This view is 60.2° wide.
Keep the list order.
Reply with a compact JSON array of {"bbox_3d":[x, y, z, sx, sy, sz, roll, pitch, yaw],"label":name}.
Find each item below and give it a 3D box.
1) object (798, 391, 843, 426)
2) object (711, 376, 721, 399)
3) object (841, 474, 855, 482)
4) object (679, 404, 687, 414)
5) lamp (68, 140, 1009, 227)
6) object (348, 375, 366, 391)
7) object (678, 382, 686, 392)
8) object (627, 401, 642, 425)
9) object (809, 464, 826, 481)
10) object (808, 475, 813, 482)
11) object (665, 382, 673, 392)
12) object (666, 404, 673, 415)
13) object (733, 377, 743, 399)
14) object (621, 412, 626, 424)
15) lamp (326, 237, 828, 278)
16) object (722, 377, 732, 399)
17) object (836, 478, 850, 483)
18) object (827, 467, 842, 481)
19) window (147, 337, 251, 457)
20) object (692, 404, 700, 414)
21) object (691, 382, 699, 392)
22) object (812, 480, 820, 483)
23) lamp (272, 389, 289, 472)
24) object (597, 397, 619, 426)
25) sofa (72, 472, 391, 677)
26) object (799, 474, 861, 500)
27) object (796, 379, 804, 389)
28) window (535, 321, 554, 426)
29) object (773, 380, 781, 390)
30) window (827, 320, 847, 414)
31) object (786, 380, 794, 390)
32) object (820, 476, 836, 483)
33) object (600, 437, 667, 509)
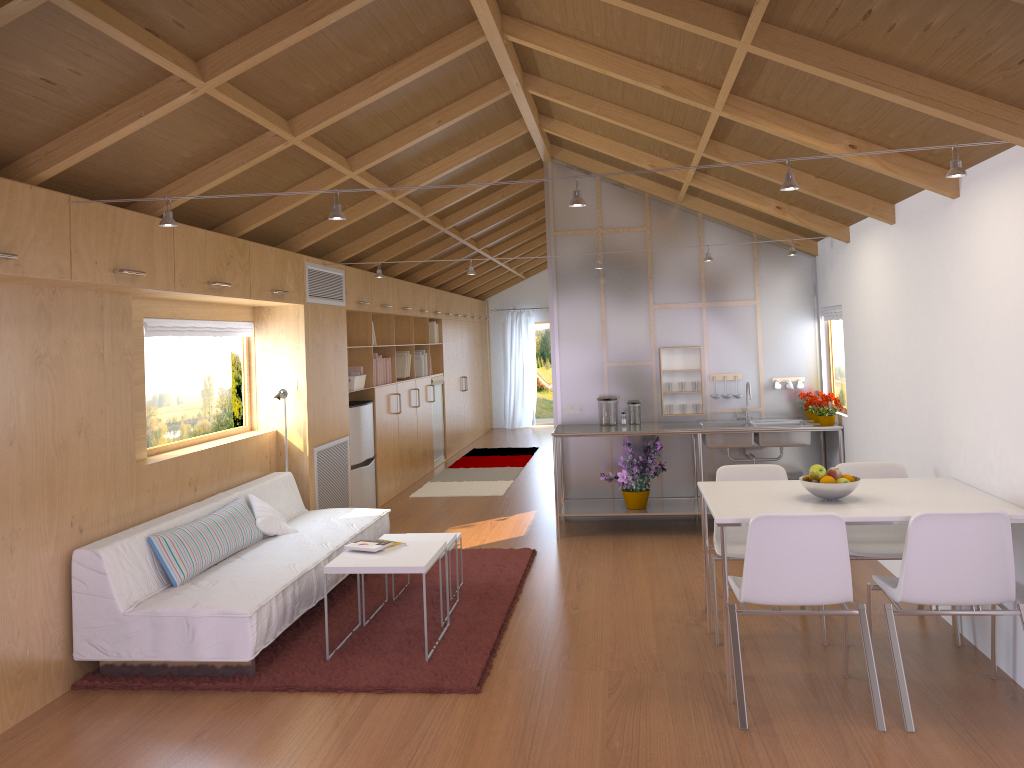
[{"bbox_3d":[2.317,0.178,6.664,0.233,0.235,0.688,-2,2,8],"label":"object"},{"bbox_3d":[1.623,0.032,7.045,0.074,0.183,0.074,-3,-1,39],"label":"object"},{"bbox_3d":[1.457,0.426,3.846,0.068,0.066,0.067,-3,1,-39],"label":"object"},{"bbox_3d":[1.369,0.202,7.074,0.061,0.077,0.061,-2,0,-19],"label":"object"},{"bbox_3d":[0.049,-0.764,3.469,3.826,0.153,0.072,-2,-1,7],"label":"lamp"},{"bbox_3d":[-1.419,-0.010,7.746,0.203,0.123,0.350,-2,2,7],"label":"object"},{"bbox_3d":[1.362,0.024,7.079,0.061,0.077,0.061,-2,0,-19],"label":"object"},{"bbox_3d":[0.980,0.232,7.069,0.113,0.177,0.113,-2,0,28],"label":"object"},{"bbox_3d":[1.323,0.383,3.825,0.070,0.069,0.077,-2,1,8],"label":"object"},{"bbox_3d":[1.349,0.413,3.918,0.068,0.068,0.067,-2,1,-17],"label":"object"},{"bbox_3d":[1.259,0.027,7.092,0.061,0.077,0.061,-2,0,19],"label":"object"},{"bbox_3d":[1.266,0.205,7.087,0.061,0.077,0.061,-2,0,19],"label":"object"},{"bbox_3d":[1.793,0.026,7.024,0.074,0.183,0.074,-3,-1,39],"label":"object"},{"bbox_3d":[0.882,0.269,6.984,0.037,0.093,0.037,-3,-1,22],"label":"object"},{"bbox_3d":[0.445,-0.933,6.636,3.826,0.153,0.072,-2,-1,7],"label":"lamp"},{"bbox_3d":[1.708,0.029,7.035,0.074,0.183,0.074,-3,-1,39],"label":"object"},{"bbox_3d":[1.418,0.437,3.788,0.070,0.069,0.077,-2,1,8],"label":"object"},{"bbox_3d":[1.398,0.394,3.838,0.062,0.067,0.063,-3,1,-45],"label":"object"},{"bbox_3d":[-2.022,-0.017,5.699,0.035,0.791,1.497,-2,2,7],"label":"window"},{"bbox_3d":[1.471,0.198,7.061,0.061,0.077,0.061,-2,0,-19],"label":"object"},{"bbox_3d":[1.465,0.021,7.067,0.061,0.077,0.061,-2,0,-19],"label":"object"},{"bbox_3d":[1.346,0.443,3.851,0.080,0.089,0.078,-2,0,-34],"label":"object"},{"bbox_3d":[-1.588,0.632,6.247,0.183,1.199,0.254,-2,-2,-17],"label":"lamp"},{"bbox_3d":[0.769,0.218,7.076,0.172,0.216,0.172,-2,0,21],"label":"object"},{"bbox_3d":[-1.402,0.978,5.044,0.862,0.629,2.355,-2,2,7],"label":"sofa"},{"bbox_3d":[1.382,0.456,3.841,0.255,0.090,0.254,-4,3,-41],"label":"object"},{"bbox_3d":[2.273,0.001,6.986,0.059,0.080,0.062,-2,0,7],"label":"object"},{"bbox_3d":[0.562,-0.184,15.186,0.874,1.790,0.026,-2,-2,7],"label":"window"},{"bbox_3d":[2.102,0.006,7.007,0.059,0.080,0.062,-2,0,7],"label":"object"},{"bbox_3d":[2.462,-0.186,6.597,0.026,0.796,0.724,-2,0,7],"label":"window"},{"bbox_3d":[2.195,0.005,6.990,0.059,0.081,0.062,-2,0,14],"label":"object"},{"bbox_3d":[1.351,0.426,3.781,0.068,0.068,0.067,-2,1,-17],"label":"object"},{"bbox_3d":[0.940,0.671,6.727,0.525,0.554,0.351,-2,0,-2],"label":"object"}]
